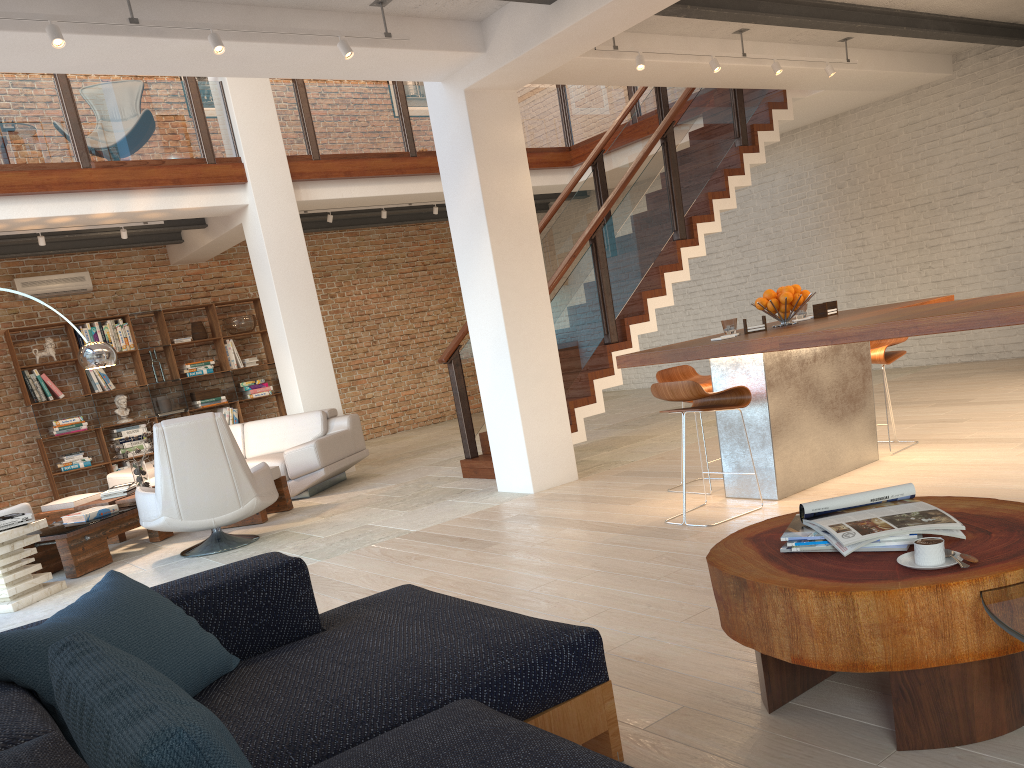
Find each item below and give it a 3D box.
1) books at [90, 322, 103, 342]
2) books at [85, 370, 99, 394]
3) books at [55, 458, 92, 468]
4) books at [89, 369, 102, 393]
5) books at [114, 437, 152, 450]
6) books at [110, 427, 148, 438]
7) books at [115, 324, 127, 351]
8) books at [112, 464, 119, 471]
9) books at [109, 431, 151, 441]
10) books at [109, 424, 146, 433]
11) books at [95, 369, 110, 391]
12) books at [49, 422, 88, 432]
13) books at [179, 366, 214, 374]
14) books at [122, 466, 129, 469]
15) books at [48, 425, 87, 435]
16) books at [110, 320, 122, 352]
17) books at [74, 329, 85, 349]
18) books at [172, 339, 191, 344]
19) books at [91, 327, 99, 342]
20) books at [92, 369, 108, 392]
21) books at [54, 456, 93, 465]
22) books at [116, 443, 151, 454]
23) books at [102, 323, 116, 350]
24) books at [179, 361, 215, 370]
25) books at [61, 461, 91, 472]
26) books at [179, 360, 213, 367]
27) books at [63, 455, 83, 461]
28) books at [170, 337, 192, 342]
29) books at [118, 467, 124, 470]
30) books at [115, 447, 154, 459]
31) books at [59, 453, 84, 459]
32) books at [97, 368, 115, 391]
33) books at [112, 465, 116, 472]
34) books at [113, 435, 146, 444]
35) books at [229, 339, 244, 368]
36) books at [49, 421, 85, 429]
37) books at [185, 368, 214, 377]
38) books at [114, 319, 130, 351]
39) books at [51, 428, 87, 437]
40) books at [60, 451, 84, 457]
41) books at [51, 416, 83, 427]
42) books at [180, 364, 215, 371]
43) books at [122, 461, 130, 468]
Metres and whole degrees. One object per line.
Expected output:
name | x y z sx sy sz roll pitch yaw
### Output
books | -4.983 -0.541 10.503 0.035 0.395 0.242 -19 14 -36
books | -5.103 -0.072 10.494 0.098 0.395 0.242 -19 14 -36
books | -5.269 0.943 10.463 0.370 0.037 0.244 -13 4 -35
books | -5.059 -0.080 10.496 0.100 0.395 0.242 -19 14 -36
books | -4.712 0.741 10.832 0.245 0.066 0.368 -7 5 41
books | -4.749 0.601 10.813 0.369 0.066 0.244 -13 5 -41
books | -4.797 -0.554 10.644 0.054 0.340 0.253 -19 13 -36
books | -4.878 1.177 10.783 0.035 0.395 0.242 -19 14 -36
books | -4.738 0.644 10.804 0.434 0.021 0.271 -13 4 -35
books | -4.759 0.551 10.795 0.370 0.037 0.244 -13 4 -35
books | -5.009 -0.075 10.557 0.121 0.359 0.270 -19 13 -36
books | -5.287 0.513 10.382 0.369 0.037 0.244 -13 5 -42
books | -4.067 -0.180 11.226 0.370 0.037 0.244 -13 4 -35
books | -4.784 1.184 10.834 0.054 0.340 0.253 -19 13 -36
books | -5.294 0.552 10.390 0.369 0.037 0.244 -13 5 -40
books | -4.842 -0.573 10.616 0.035 0.395 0.242 -19 14 -36
books | -5.161 -0.474 10.404 0.054 0.340 0.253 -19 13 -36
books | -4.183 -0.534 11.029 0.201 0.035 0.132 -13 5 -35
books | -5.027 -0.504 10.500 0.054 0.340 0.253 -19 13 -36
books | -5.021 -0.072 10.538 0.121 0.359 0.270 -19 13 -36
books | -5.256 0.913 10.458 0.369 0.019 0.245 -13 5 -43
books | -4.720 0.803 10.853 0.354 0.057 0.281 -13 4 -33
books | -4.891 -0.548 10.582 0.020 0.370 0.270 -20 13 -36
books | -4.052 -0.239 11.208 0.369 0.037 0.244 -13 5 -42
books | -5.240 0.985 10.479 0.321 0.057 0.252 -12 4 -25
books | -4.071 -0.266 11.216 0.347 0.021 0.272 -13 4 -37
books | -5.276 0.888 10.470 0.201 0.035 0.132 -13 5 -35
books | -4.197 -0.559 11.025 0.230 0.019 0.171 -13 5 -42
books | -4.832 1.195 10.808 0.056 0.340 0.253 -19 13 -36
books | -4.697 0.861 10.852 0.369 0.066 0.244 -13 5 -41
books | -5.289 0.864 10.466 0.230 0.019 0.171 -13 5 -42
books | -4.961 -0.076 10.574 0.154 0.339 0.253 -18 12 -36
books | -4.897 1.183 10.750 0.035 0.395 0.242 -19 14 -36
books | -4.737 0.684 10.794 0.318 0.057 0.255 -13 5 -41
books | -3.674 -0.391 11.509 0.098 0.395 0.242 -19 14 -36
books | -5.306 0.486 10.390 0.347 0.021 0.272 -13 4 -37
books | -4.038 -0.138 11.241 0.321 0.057 0.252 -12 4 -25
books | -4.768 -0.589 10.668 0.035 0.395 0.242 -19 14 -36
books | -5.285 0.579 10.407 0.347 0.021 0.271 -13 4 -35
books | -5.274 0.835 10.449 0.246 0.017 0.162 -13 4 -35
books | -5.305 0.447 10.384 0.319 0.057 0.254 -13 4 -33
books | -4.054 -0.211 11.220 0.369 0.019 0.245 -13 5 -43
books | -4.753 1.147 10.880 0.077 0.397 0.242 -19 14 -36
